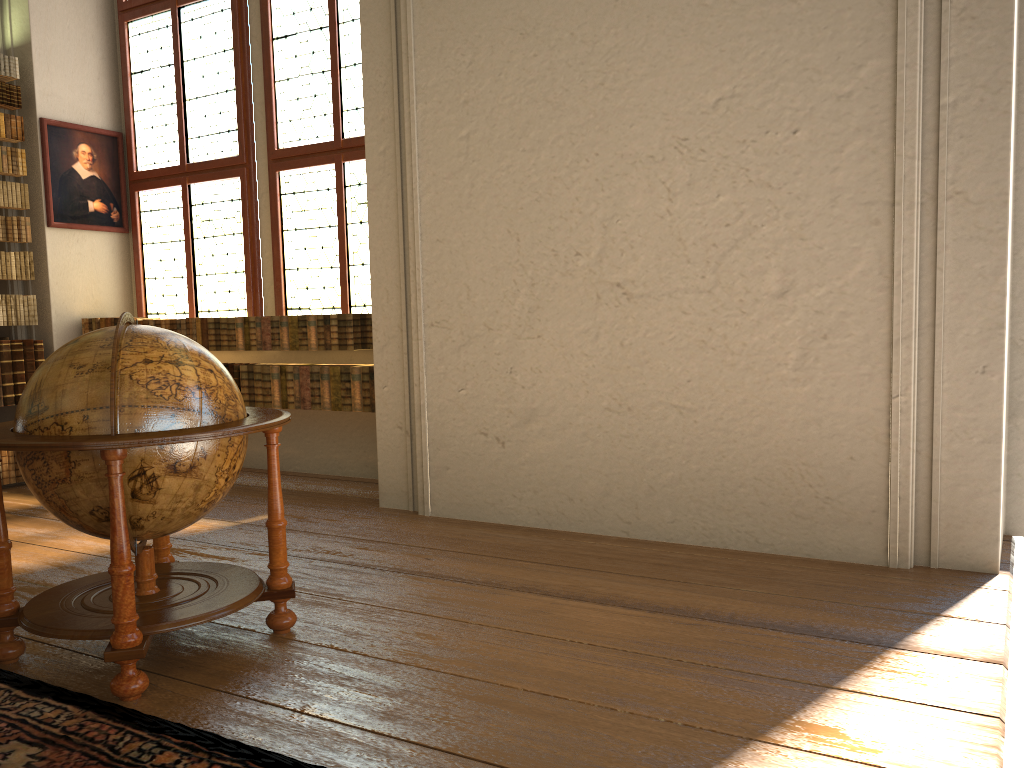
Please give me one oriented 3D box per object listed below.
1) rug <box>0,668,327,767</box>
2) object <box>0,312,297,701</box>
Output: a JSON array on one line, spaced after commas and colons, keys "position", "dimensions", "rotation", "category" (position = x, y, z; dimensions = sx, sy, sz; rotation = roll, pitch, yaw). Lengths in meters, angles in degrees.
[{"position": [-11.753, 1.148, 6.524], "dimensions": [36.895, 0.064, 4.697], "rotation": [1, 5, 30], "category": "rug"}, {"position": [-1.589, 0.420, 3.783], "dimensions": [1.278, 1.451, 1.277], "rotation": [-3, 5, -22], "category": "object"}]
